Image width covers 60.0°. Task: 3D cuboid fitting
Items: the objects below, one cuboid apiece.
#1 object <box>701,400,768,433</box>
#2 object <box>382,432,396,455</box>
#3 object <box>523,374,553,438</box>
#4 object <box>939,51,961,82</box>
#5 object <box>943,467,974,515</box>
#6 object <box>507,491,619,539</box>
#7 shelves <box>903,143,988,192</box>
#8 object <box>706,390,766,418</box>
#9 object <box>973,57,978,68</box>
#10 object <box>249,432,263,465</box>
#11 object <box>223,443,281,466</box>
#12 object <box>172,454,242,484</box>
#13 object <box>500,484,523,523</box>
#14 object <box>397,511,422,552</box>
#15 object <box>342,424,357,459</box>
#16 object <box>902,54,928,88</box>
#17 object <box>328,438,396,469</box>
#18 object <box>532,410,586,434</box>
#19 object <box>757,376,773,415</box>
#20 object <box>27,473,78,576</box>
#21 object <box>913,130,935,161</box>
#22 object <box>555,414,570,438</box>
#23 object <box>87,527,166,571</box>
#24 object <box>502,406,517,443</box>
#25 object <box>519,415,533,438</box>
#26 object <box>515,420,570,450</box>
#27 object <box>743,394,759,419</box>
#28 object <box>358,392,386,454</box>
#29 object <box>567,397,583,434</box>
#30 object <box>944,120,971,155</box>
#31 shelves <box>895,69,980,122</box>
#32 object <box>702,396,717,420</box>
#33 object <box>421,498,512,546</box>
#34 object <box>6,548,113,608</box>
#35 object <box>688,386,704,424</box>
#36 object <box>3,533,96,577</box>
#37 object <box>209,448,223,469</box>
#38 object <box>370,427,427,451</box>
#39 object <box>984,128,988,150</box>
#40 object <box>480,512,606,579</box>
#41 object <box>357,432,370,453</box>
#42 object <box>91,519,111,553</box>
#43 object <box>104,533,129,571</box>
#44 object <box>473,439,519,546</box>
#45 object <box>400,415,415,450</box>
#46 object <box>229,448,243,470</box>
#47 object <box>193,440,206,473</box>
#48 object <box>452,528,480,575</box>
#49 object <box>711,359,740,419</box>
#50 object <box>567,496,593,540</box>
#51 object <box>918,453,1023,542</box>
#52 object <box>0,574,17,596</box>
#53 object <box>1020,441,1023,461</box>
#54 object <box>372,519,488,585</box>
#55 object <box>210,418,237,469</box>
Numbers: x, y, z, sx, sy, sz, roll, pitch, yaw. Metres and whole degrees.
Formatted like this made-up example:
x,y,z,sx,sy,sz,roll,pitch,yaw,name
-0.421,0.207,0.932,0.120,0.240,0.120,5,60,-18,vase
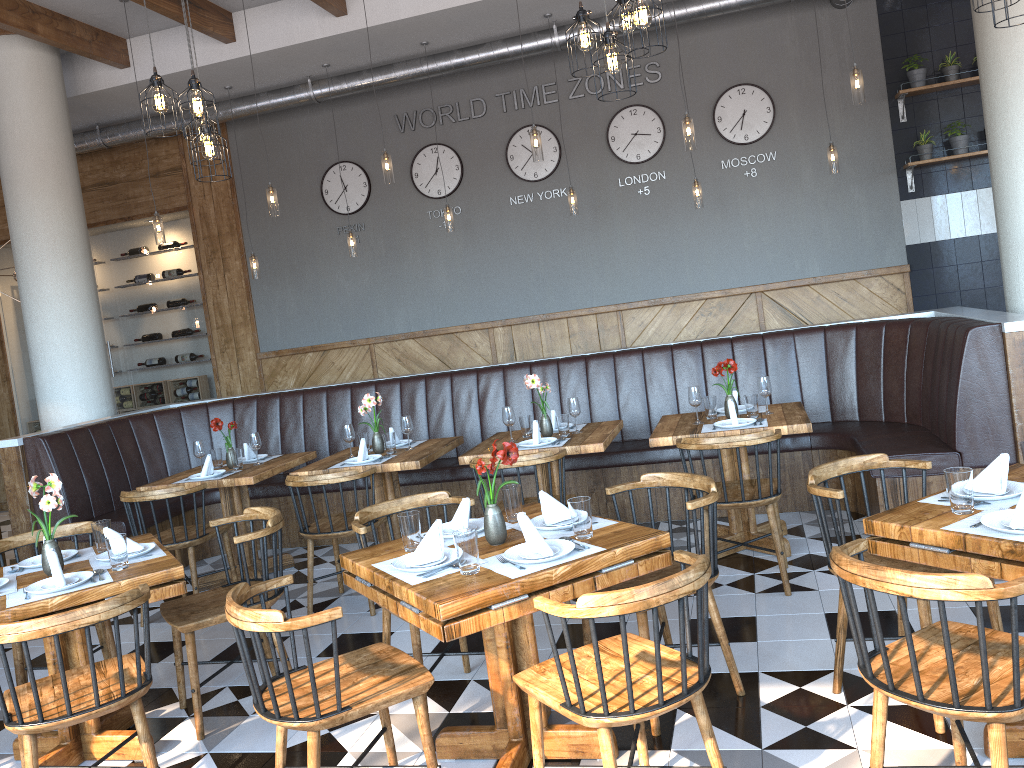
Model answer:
x,y,z,sx,sy,sz,roll,pitch,yaw,name
1.213,0.161,4.867,0.351,0.137,0.273,-7,4,15,object
-0.772,0.377,5.610,0.080,0.132,0.080,-8,3,0,object
0.168,0.127,5.418,0.146,0.399,0.207,-7,3,17,object
3.801,-2.746,7.695,0.188,0.268,0.174,-6,4,33,object
1.359,0.325,2.684,0.080,0.132,0.080,-9,3,-20,object
0.167,0.443,3.216,0.273,0.137,0.352,-10,5,-30,object
3.929,-1.904,7.729,0.903,0.297,0.248,-7,3,15,shelves
1.353,0.100,5.372,0.351,0.137,0.273,-7,4,15,object
4.061,-2.777,7.625,0.188,0.268,0.174,-6,4,33,object
-1.729,0.437,5.983,0.081,0.215,0.081,-10,4,-44,object
-1.839,0.471,6.230,0.351,0.137,0.273,-7,4,15,object
-1.979,0.533,5.725,0.351,0.137,0.273,-7,4,15,object
0.004,0.455,3.372,0.080,0.132,0.080,-7,3,20,object
-0.358,0.525,3.146,0.080,0.132,0.080,-7,3,20,object
-1.042,0.366,5.685,0.081,0.215,0.081,-8,3,7,object
3.539,-2.732,7.765,0.235,0.300,0.172,-8,3,4,object
-0.926,0.410,5.442,0.351,0.137,0.273,-7,4,15,object
0.276,0.225,5.661,0.351,0.137,0.273,-7,4,15,object
1.465,0.065,5.124,0.081,0.215,0.081,-9,3,-16,object
-1.850,0.561,3.567,0.206,0.399,0.147,-7,3,27,object
3.623,-2.094,7.792,0.188,0.268,0.174,-6,4,33,object
0.309,0.251,5.320,0.080,0.132,0.080,-7,3,20,object
-1.620,0.652,3.693,0.273,0.137,0.352,-10,5,-30,object
-0.014,0.247,5.409,0.081,0.215,0.081,-9,3,-21,object
0.090,0.266,5.508,0.080,0.132,0.080,-7,3,15,object
0.137,0.286,5.156,0.351,0.137,0.273,-7,4,15,object
1.364,0.129,5.036,0.080,0.132,0.080,-8,3,0,object
-0.891,0.253,5.674,0.206,0.399,0.147,-7,3,23,object
0.385,0.191,5.415,0.081,0.215,0.081,-9,3,-21,object
3.888,-2.142,7.719,0.235,0.300,0.172,-8,3,4,object
3.843,-2.526,7.704,0.903,0.297,0.248,-7,3,15,shelves
1.170,0.140,5.218,0.080,0.132,0.080,-7,3,15,object
-0.197,0.486,3.307,0.353,0.137,0.271,-10,5,-30,object
-1.711,0.695,3.327,0.353,0.137,0.271,-10,5,-30,object
1.063,0.121,5.119,0.081,0.215,0.081,-7,3,24,object
-1.983,0.694,3.785,0.353,0.137,0.271,-10,5,-30,object
-2.024,0.512,6.077,0.080,0.132,0.080,-7,3,15,object
-0.786,0.349,5.947,0.351,0.137,0.273,-7,4,15,object
4.168,-2.123,7.654,0.142,0.200,0.143,-8,3,6,object
0.075,0.486,2.849,0.353,0.137,0.271,-10,5,-30,object
-0.966,0.389,5.792,0.080,0.132,0.080,-7,3,15,object
-1.778,0.663,3.852,0.080,0.132,0.080,-6,3,30,object
-1.547,0.662,3.477,0.080,0.132,0.080,-6,3,30,object
-0.039,0.373,3.077,0.171,0.354,0.156,-9,3,-20,object
-0.671,0.314,5.699,0.081,0.215,0.081,-10,4,-44,object
-1.830,0.500,5.895,0.080,0.132,0.080,-8,3,0,object
-2.100,0.490,5.970,0.081,0.215,0.081,-8,3,7,object
-0.139,0.525,2.770,0.080,0.132,0.080,-7,3,20,object
1.232,0.030,5.084,0.156,0.354,0.171,-7,3,18,object
0.235,0.454,2.998,0.080,0.132,0.080,-6,3,30,object
1.504,0.305,2.650,0.579,0.137,0.581,-11,5,-30,object
-2.075,0.738,3.418,0.273,0.137,0.352,-10,5,-30,object
1.721,0.256,2.910,0.080,0.132,0.080,-9,3,-20,object
-0.289,0.529,2.940,0.273,0.137,0.352,-10,5,-30,object
-1.938,0.396,5.976,0.171,0.354,0.156,-8,3,8,object
